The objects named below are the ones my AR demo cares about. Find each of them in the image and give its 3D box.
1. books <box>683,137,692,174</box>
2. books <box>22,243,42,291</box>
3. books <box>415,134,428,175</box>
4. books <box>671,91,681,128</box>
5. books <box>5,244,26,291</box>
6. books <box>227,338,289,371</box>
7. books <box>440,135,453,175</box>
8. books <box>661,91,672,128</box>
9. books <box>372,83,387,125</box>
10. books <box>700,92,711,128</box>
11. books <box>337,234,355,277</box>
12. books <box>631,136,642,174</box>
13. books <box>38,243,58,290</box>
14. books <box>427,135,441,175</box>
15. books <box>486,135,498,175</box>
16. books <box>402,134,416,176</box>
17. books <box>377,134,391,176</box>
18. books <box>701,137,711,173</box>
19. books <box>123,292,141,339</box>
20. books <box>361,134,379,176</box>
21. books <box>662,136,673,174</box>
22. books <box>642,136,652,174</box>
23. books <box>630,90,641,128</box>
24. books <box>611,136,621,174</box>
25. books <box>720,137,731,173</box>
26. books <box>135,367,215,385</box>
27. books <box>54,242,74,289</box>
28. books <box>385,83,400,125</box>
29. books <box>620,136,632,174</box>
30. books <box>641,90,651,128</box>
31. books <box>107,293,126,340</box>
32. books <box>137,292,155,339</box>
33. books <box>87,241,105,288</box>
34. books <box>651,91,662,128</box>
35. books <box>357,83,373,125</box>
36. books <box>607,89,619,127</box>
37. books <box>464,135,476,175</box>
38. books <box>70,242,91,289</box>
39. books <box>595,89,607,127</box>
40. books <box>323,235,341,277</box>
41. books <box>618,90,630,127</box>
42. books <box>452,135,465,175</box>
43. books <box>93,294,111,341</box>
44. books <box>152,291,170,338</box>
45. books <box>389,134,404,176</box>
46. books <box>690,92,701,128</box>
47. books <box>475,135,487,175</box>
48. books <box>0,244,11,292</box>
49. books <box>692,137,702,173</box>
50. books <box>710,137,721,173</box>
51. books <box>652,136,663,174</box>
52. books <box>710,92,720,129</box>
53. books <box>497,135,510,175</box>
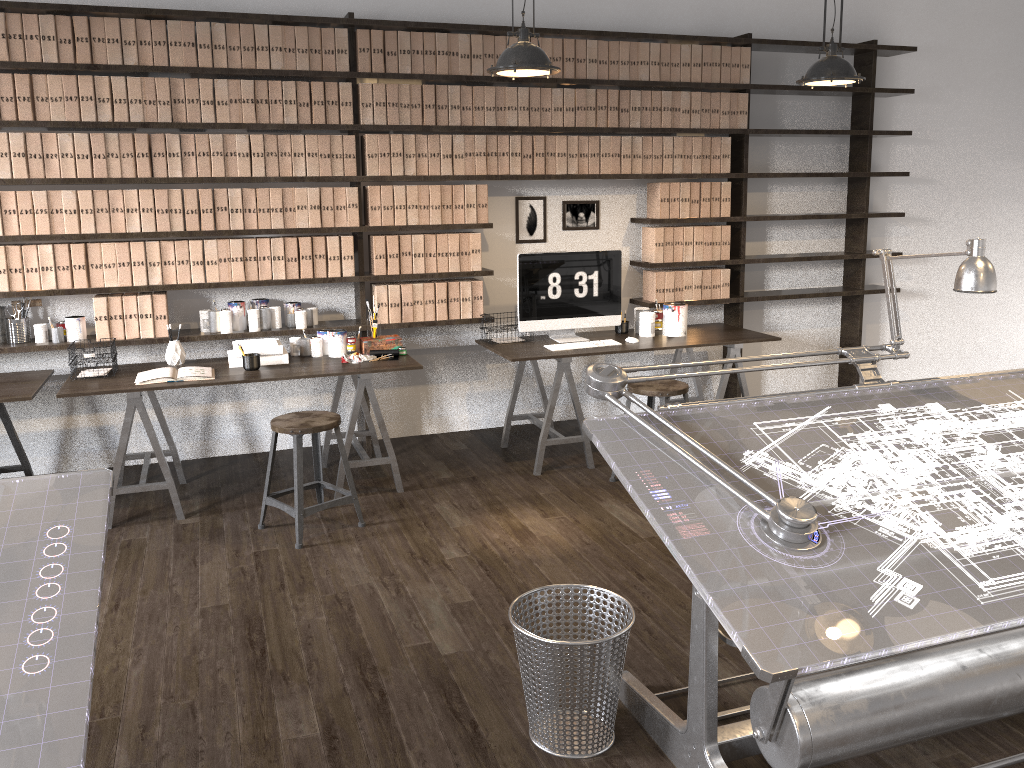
[{"bbox_3d":[1.055,-1.431,5.554,0.067,0.223,0.176,-4,11,-19],"label":"books"},{"bbox_3d":[-2.404,-0.591,4.458,0.067,0.224,0.176,-4,11,-19],"label":"books"},{"bbox_3d":[-0.529,-1.292,5.013,0.067,0.224,0.176,-4,11,-19],"label":"books"},{"bbox_3d":[0.974,-1.687,5.482,0.067,0.223,0.176,-4,11,-19],"label":"books"},{"bbox_3d":[-2.471,-0.585,4.435,0.067,0.224,0.176,-4,11,-19],"label":"books"},{"bbox_3d":[-1.311,-0.170,4.568,0.295,0.146,0.388,-5,13,-19],"label":"books"},{"bbox_3d":[-0.394,-1.302,5.053,0.067,0.224,0.176,-4,11,-19],"label":"books"},{"bbox_3d":[0.913,-1.680,5.456,0.067,0.224,0.176,-4,11,-19],"label":"books"},{"bbox_3d":[-0.744,-1.534,4.888,0.067,0.224,0.176,-4,11,-19],"label":"books"},{"bbox_3d":[1.168,-1.704,5.549,0.067,0.224,0.176,-4,11,-19],"label":"books"},{"bbox_3d":[-0.931,-0.720,4.960,0.067,0.223,0.176,-4,11,-19],"label":"books"},{"bbox_3d":[0.730,-1.402,5.440,0.067,0.224,0.176,-4,11,-19],"label":"books"},{"bbox_3d":[-2.336,-0.596,4.477,0.067,0.224,0.176,-4,11,-19],"label":"books"},{"bbox_3d":[-0.462,-1.297,5.034,0.067,0.224,0.176,-4,11,-19],"label":"books"},{"bbox_3d":[-0.142,-1.326,5.145,0.067,0.224,0.176,-4,11,-19],"label":"books"},{"bbox_3d":[-0.593,-1.285,4.987,0.067,0.224,0.176,-4,11,-19],"label":"books"},{"bbox_3d":[-0.729,-1.272,4.937,0.067,0.224,0.176,-4,11,-19],"label":"books"},{"bbox_3d":[1.182,-1.443,5.598,0.067,0.224,0.176,-4,11,-19],"label":"books"},{"bbox_3d":[-1.991,-0.359,4.644,0.067,0.224,0.176,-4,11,-19],"label":"books"},{"bbox_3d":[-0.790,-1.268,4.921,0.067,0.223,0.176,-4,11,-19],"label":"books"},{"bbox_3d":[0.929,-1.419,5.506,0.067,0.224,0.176,-4,11,-19],"label":"books"},{"bbox_3d":[0.795,-1.409,5.467,0.067,0.224,0.176,-4,11,-19],"label":"books"},{"bbox_3d":[0.715,-1.663,5.390,0.067,0.224,0.176,-4,11,-19],"label":"books"},{"bbox_3d":[0.595,-1.389,5.390,0.067,0.224,0.176,-4,11,-19],"label":"books"},{"bbox_3d":[1.317,-1.454,5.640,0.067,0.224,0.176,-4,11,-19],"label":"books"},{"bbox_3d":[-1.626,-0.047,4.284,0.355,0.029,0.258,-5,13,-18],"label":"books"},{"bbox_3d":[-2.270,-0.603,4.505,0.067,0.224,0.176,-4,11,-19],"label":"books"},{"bbox_3d":[-0.676,-1.540,4.912,0.067,0.224,0.176,-4,11,-19],"label":"books"},{"bbox_3d":[0.663,-1.395,5.414,0.067,0.224,0.176,-4,11,-19],"label":"books"},{"bbox_3d":[0.780,-1.670,5.417,0.067,0.224,0.176,-4,11,-19],"label":"books"},{"bbox_3d":[-2.058,-0.353,4.621,0.067,0.224,0.176,-4,11,-19],"label":"books"},{"bbox_3d":[-1.923,-0.364,4.663,0.067,0.224,0.176,-4,11,-19],"label":"books"},{"bbox_3d":[-2.129,-0.615,4.553,0.067,0.223,0.176,-4,11,-19],"label":"books"},{"bbox_3d":[0.847,-1.676,5.440,0.067,0.224,0.176,-4,11,-19],"label":"books"},{"bbox_3d":[-0.814,-1.529,4.868,0.067,0.224,0.176,-4,11,-19],"label":"books"},{"bbox_3d":[0.577,-1.651,5.342,0.067,0.224,0.176,-4,11,-19],"label":"books"},{"bbox_3d":[-0.268,-1.314,5.100,0.067,0.223,0.176,-4,11,-19],"label":"books"},{"bbox_3d":[-2.197,-0.608,4.524,0.067,0.224,0.176,-4,11,-19],"label":"books"},{"bbox_3d":[0.505,-1.646,5.324,0.067,0.223,0.176,-4,11,-19],"label":"books"},{"bbox_3d":[-1.004,-0.713,4.933,0.067,0.224,0.176,-4,11,-19],"label":"books"},{"bbox_3d":[0.646,-1.659,5.372,0.067,0.224,0.176,-4,11,-19],"label":"books"},{"bbox_3d":[-0.327,-1.309,5.078,0.067,0.223,0.176,-4,11,-19],"label":"books"},{"bbox_3d":[-2.119,-0.346,4.594,0.067,0.224,0.176,-4,11,-19],"label":"books"},{"bbox_3d":[-1.857,-0.371,4.691,0.067,0.224,0.176,-4,11,-19],"label":"books"},{"bbox_3d":[-0.660,-1.279,4.961,0.067,0.224,0.176,-4,11,-19],"label":"books"},{"bbox_3d":[1.103,-1.698,5.523,0.067,0.224,0.176,-4,11,-19],"label":"books"},{"bbox_3d":[-0.203,-1.319,5.118,0.067,0.224,0.176,-4,11,-19],"label":"books"},{"bbox_3d":[-2.533,-0.578,4.408,0.067,0.224,0.176,-4,11,-19],"label":"books"},{"bbox_3d":[1.120,-1.436,5.571,0.067,0.224,0.176,-4,11,-19],"label":"books"},{"bbox_3d":[1.249,-1.448,5.621,0.067,0.224,0.176,-4,11,-19],"label":"books"},{"bbox_3d":[0.861,-1.414,5.487,0.067,0.224,0.176,-4,11,-19],"label":"books"},{"bbox_3d":[1.233,-1.710,5.573,0.067,0.224,0.176,-4,11,-19],"label":"books"},{"bbox_3d":[-0.075,-1.332,5.168,0.067,0.224,0.176,-4,11,-19],"label":"books"}]
